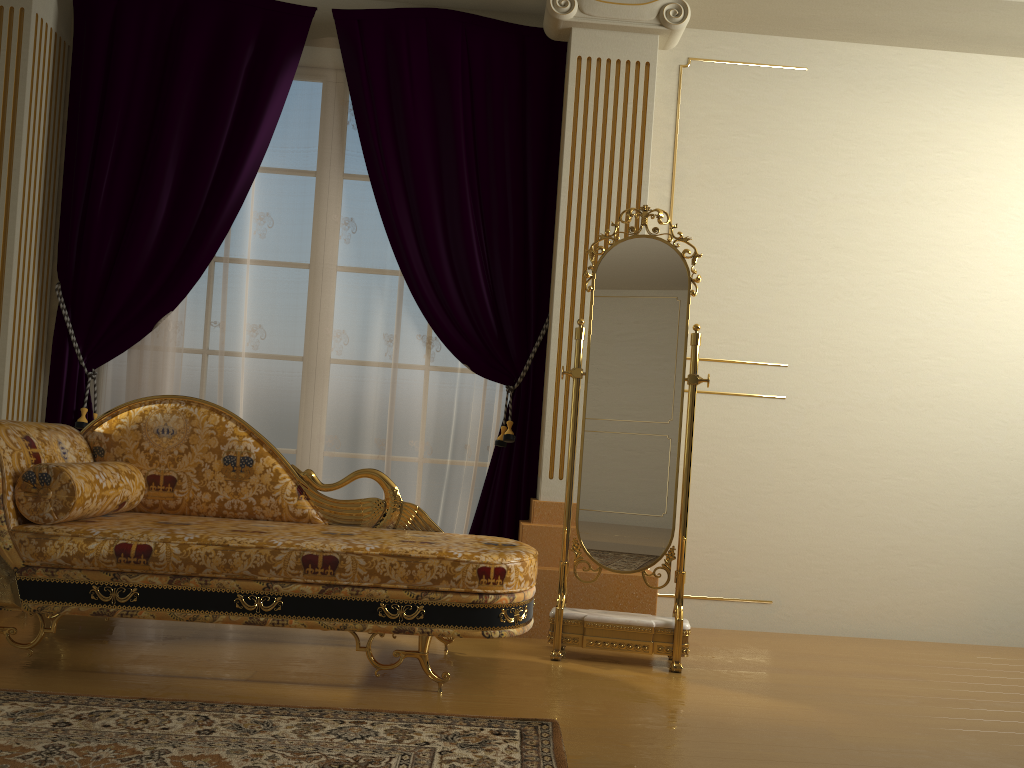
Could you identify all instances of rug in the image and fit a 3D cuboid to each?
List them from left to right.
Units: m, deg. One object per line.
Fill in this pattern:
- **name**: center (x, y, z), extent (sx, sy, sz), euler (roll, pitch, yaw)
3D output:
- **rug**: center (-0.865, 0.735, 0.879), extent (2.117, 0.017, 3.087), euler (4, -5, -2)

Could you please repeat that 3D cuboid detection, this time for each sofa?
- **sofa**: center (-0.852, 0.476, 2.924), extent (1.893, 0.870, 0.695), euler (4, -2, -2)

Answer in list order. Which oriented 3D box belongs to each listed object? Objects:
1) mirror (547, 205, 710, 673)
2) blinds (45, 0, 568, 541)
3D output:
- **mirror**: center (0.442, 0.177, 3.281), extent (0.541, 1.697, 0.243), euler (4, -1, 8)
- **blinds**: center (-0.900, -0.337, 3.894), extent (2.235, 2.649, 0.339), euler (4, -1, -2)
